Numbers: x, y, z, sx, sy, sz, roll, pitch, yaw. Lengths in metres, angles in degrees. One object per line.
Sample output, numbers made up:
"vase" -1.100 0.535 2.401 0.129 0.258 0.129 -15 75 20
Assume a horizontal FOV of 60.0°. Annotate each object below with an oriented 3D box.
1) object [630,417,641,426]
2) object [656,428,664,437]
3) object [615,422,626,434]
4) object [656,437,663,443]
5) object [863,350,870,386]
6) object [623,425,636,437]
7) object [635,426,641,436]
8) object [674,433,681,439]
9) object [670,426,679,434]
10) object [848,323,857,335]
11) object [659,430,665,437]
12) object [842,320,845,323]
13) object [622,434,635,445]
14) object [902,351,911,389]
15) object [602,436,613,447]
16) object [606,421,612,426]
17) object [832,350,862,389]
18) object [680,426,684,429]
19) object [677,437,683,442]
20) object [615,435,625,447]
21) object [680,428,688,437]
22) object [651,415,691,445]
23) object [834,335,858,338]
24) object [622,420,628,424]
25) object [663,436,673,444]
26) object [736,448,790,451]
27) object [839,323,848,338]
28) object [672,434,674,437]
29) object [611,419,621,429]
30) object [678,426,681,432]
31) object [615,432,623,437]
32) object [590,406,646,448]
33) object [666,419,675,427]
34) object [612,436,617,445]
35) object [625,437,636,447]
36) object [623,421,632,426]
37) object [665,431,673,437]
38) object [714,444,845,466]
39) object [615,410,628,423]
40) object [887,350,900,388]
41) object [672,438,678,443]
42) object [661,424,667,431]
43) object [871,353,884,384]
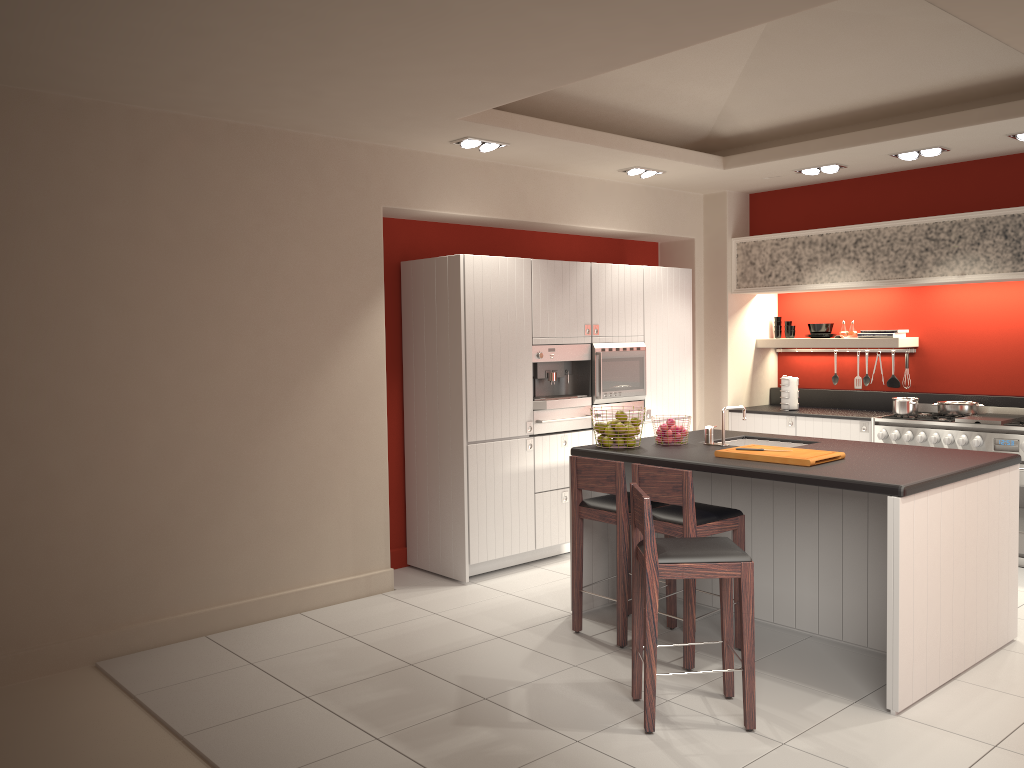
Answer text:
"object" 0.754 0.230 5.400 0.067 0.064 0.067 -3 4 -41
"object" 0.927 0.301 5.514 0.060 0.059 0.059 -3 3 -30
"object" 0.650 0.263 5.306 0.067 0.068 0.067 0 3 11
"object" 0.919 0.344 5.521 0.050 0.049 0.049 0 3 15
"object" 3.181 -0.141 7.951 0.022 0.323 0.067 -3 4 -43
"object" 0.706 0.285 5.334 0.082 0.082 0.082 0 3 15
"object" 0.750 0.284 5.375 0.057 0.057 0.055 2 4 40
"object" 1.021 0.320 5.469 0.046 0.043 0.046 -1 3 -2
"object" 1.003 0.278 5.461 0.056 0.055 0.051 -2 3 -27
"object" 3.048 -0.481 7.932 0.077 0.134 0.076 1 3 32
"object" 0.925 0.305 5.471 0.041 0.041 0.040 -1 3 -5
"object" 2.959 -0.554 7.908 0.023 0.031 0.024 -1 3 0
"object" 0.709 0.332 5.411 0.084 0.079 0.086 -1 3 3
"object" 3.422 -0.119 7.684 0.069 0.328 0.069 0 3 26
"object" 0.575 0.346 5.331 0.068 0.068 0.068 -3 3 -30
"object" 0.609 0.257 5.440 0.062 0.061 0.057 -2 3 -27
"object" 3.054 -0.132 8.092 0.022 0.351 0.287 -3 4 -40
"object" 1.054 0.286 5.554 0.056 0.050 0.055 -1 3 -3
"object" 1.047 0.340 5.553 0.050 0.049 0.049 0 3 15
"object" 0.654 0.344 5.354 0.068 0.068 0.068 -3 3 -30
"object" 1.064 0.304 5.508 0.055 0.056 0.055 -3 3 -32
"object" 0.991 0.284 5.512 0.248 0.168 0.248 1 4 36
"object" 3.005 -0.424 7.924 0.183 0.027 0.160 -2 3 -13
"object" 0.682 0.245 5.458 0.078 0.076 0.071 0 3 18
"object" 0.964 0.340 5.476 0.061 0.057 0.062 -3 4 -42
"object" 1.377 0.359 4.845 0.302 0.010 0.035 0 3 19
"object" 2.961 -0.478 7.911 0.076 0.131 0.076 -1 3 1
"object" 1.004 0.302 5.548 0.055 0.056 0.055 -3 3 -32
"object" 0.631 0.243 5.363 0.062 0.061 0.057 -2 3 -27
"object" 1.031 0.282 5.508 0.041 0.044 0.045 0 3 18
"object" 0.659 0.304 5.472 0.064 0.060 0.064 2 4 43
"object" 0.643 0.261 5.397 0.341 0.232 0.341 -1 3 -9
"object" 0.983 0.240 5.492 0.056 0.058 0.056 -1 3 3
"object" 0.639 0.348 5.428 0.053 0.054 0.055 -3 4 -38
"object" 0.710 0.345 5.325 0.068 0.068 0.068 -3 3 -30
"object" 0.702 0.249 5.381 0.056 0.054 0.057 0 3 19
"object" 0.961 0.302 5.443 0.048 0.046 0.048 -1 3 8
"object" 1.445 0.382 4.804 0.372 0.033 0.570 -4 4 -43
"object" 0.667 0.197 5.404 0.078 0.080 0.078 -3 4 -41
"object" 3.355 -0.129 7.786 0.040 0.330 0.123 -3 4 -42
"object" 1.009 0.349 5.505 0.040 0.039 0.039 -1 3 7
"object" 0.936 0.268 5.452 0.048 0.046 0.048 -1 3 4
"object" 3.248 -0.141 7.879 0.009 0.296 0.124 -3 4 -41
